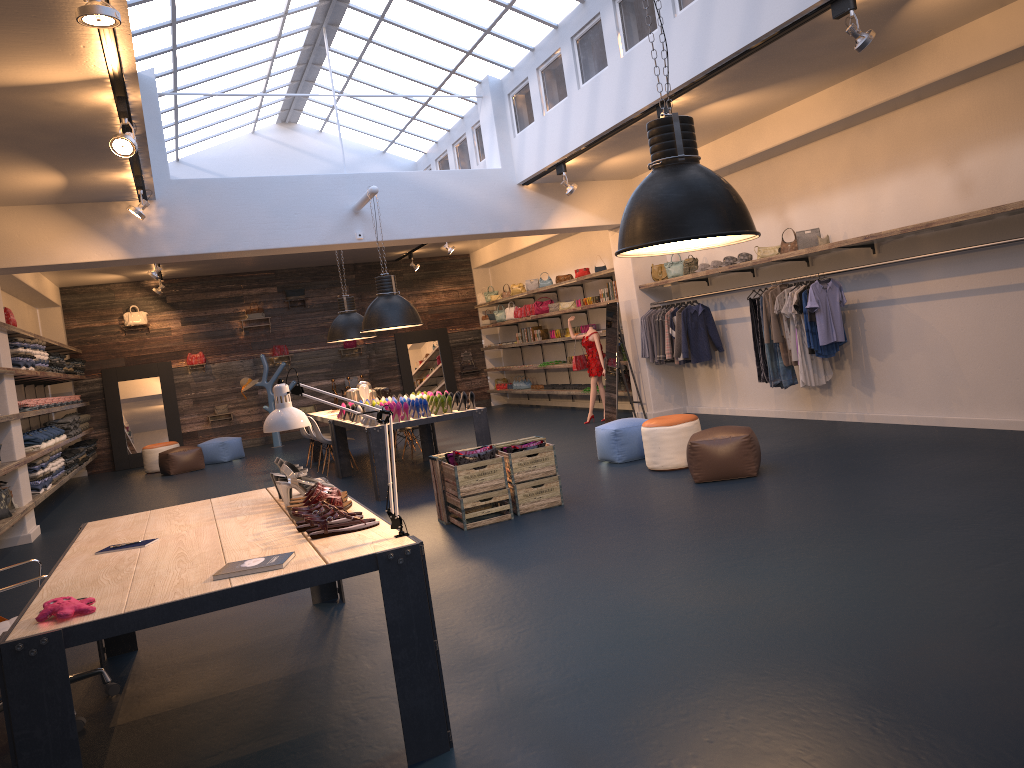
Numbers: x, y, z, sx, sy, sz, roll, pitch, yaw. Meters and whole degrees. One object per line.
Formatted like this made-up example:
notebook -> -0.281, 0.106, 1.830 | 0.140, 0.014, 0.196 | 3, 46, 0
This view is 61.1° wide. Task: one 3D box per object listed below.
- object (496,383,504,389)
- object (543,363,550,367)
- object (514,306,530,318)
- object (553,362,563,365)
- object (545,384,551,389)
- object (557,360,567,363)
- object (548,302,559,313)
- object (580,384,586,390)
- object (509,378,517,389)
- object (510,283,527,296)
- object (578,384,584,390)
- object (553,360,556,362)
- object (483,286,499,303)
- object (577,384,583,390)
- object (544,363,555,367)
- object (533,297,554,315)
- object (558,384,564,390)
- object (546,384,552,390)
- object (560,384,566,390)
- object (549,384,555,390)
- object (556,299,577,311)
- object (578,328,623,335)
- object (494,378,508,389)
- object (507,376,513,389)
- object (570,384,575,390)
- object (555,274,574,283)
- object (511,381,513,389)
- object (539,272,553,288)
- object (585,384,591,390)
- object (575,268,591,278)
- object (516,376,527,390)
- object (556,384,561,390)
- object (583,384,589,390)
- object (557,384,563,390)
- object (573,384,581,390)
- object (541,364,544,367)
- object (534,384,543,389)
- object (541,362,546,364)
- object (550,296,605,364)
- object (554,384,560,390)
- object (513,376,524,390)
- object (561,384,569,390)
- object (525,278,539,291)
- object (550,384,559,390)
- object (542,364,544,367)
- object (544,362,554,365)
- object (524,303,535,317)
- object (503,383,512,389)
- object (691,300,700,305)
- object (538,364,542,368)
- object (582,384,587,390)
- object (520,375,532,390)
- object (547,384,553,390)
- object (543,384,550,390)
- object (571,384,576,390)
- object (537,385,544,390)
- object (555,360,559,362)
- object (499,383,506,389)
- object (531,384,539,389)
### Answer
object -> -0.254, 0.048, 19.465 | 0.215, 0.118, 0.092 | -7, 1, 8
object -> 0.686, -0.359, 16.414 | 0.253, 0.058, 0.077 | -9, 2, -30
object -> 0.190, -1.452, 17.448 | 0.316, 0.254, 0.146 | -7, 1, 25
object -> 0.864, -0.383, 16.410 | 0.253, 0.058, 0.077 | -9, 2, -30
object -> 0.733, 0.053, 16.971 | 0.199, 0.087, 0.061 | -9, 1, -25
object -> 0.934, -0.425, 16.491 | 0.077, 0.067, 0.257 | -6, 3, 44
object -> 0.791, -1.412, 16.008 | 0.250, 0.175, 0.111 | -7, 1, 27
object -> 1.305, 0.049, 15.458 | 0.188, 0.087, 0.065 | -8, 1, -4
object -> 0.029, -0.035, 18.787 | 0.204, 0.279, 0.058 | -8, 0, -5
object -> 0.115, -1.907, 17.408 | 0.346, 0.234, 0.213 | -7, 2, 25
object -> 1.282, 0.049, 15.520 | 0.193, 0.087, 0.063 | -8, 1, -11
object -> 0.873, -0.422, 16.650 | 0.256, 0.075, 0.076 | -10, 2, -39
object -> -0.457, -1.975, 19.110 | 0.350, 0.367, 0.185 | -7, 1, 18
object -> 1.260, 0.049, 15.579 | 0.192, 0.087, 0.064 | -8, 1, -10
object -> 0.704, -0.357, 16.328 | 0.253, 0.058, 0.077 | -9, 2, -30
object -> 0.604, -1.490, 16.486 | 0.371, 0.337, 0.278 | -9, 2, -35
object -> 0.965, 0.051, 16.358 | 0.199, 0.087, 0.061 | -9, 1, -25
object -> 0.757, 0.053, 16.910 | 0.199, 0.087, 0.061 | -9, 1, -25
object -> 0.987, 0.051, 16.299 | 0.199, 0.087, 0.061 | -9, 1, -25
object -> 0.802, 0.053, 16.788 | 0.199, 0.087, 0.061 | -9, 1, -25
object -> 0.967, -1.412, 15.536 | 0.347, 0.175, 0.241 | -7, 2, 17
object -> 1.559, -0.888, 14.401 | 0.515, 0.060, 1.421 | -9, 3, -21
object -> -0.238, -0.021, 19.683 | 0.362, 0.234, 0.204 | -7, 1, 8
object -> -0.017, -0.034, 18.901 | 0.198, 0.279, 0.059 | -8, 0, 4
object -> 1.144, 0.050, 15.886 | 0.183, 0.087, 0.067 | -8, 1, 5
object -> 0.953, -1.874, 15.401 | 0.376, 0.141, 0.386 | -8, 3, -12
object -> 0.075, -0.035, 18.658 | 0.198, 0.279, 0.059 | -8, 0, 4
object -> 0.625, -1.942, 16.180 | 0.268, 0.282, 0.098 | -8, 1, 9
object -> 1.374, 0.048, 15.277 | 0.185, 0.087, 0.066 | -8, 1, 2
object -> 1.189, -1.876, 14.656 | 0.270, 0.149, 0.116 | -7, 1, 9
object -> 0.208, -0.037, 18.218 | 0.268, 0.282, 0.098 | -8, 1, 9
object -> 0.919, 0.052, 16.481 | 0.199, 0.087, 0.061 | -9, 1, -25
object -> 1.351, 0.049, 15.337 | 0.187, 0.087, 0.065 | -8, 1, -2
object -> 0.942, 0.052, 16.420 | 0.199, 0.087, 0.061 | -9, 1, -25
object -> 1.188, 0.050, 15.768 | 0.178, 0.087, 0.068 | -7, 1, 15
object -> 0.626, -0.359, 16.573 | 0.253, 0.058, 0.077 | -9, 2, -30
object -> 0.560, 0.051, 17.500 | 0.229, 0.083, 0.216 | -9, 3, -34
object -> 0.656, -0.394, 16.639 | 0.252, 0.063, 0.078 | -9, 2, -22
object -> 1.165, -0.913, 15.563 | 0.486, 1.135, 2.513 | -8, 2, -20
object -> 0.895, 0.052, 16.540 | 0.199, 0.087, 0.061 | -9, 1, -25
object -> 0.135, -0.035, 18.395 | 0.273, 0.282, 0.097 | -8, 1, 3
object -> 1.010, 0.051, 16.238 | 0.199, 0.087, 0.061 | -9, 1, -25
object -> 0.402, -1.912, 16.761 | 0.263, 0.230, 0.082 | -7, 1, 17
object -> 0.825, 0.052, 16.727 | 0.199, 0.087, 0.061 | -9, 1, -25
object -> 0.644, -0.357, 16.487 | 0.253, 0.058, 0.077 | -9, 2, -30
object -> 0.716, -0.395, 16.481 | 0.250, 0.064, 0.080 | -9, 2, -19
object -> 0.344, -1.448, 16.939 | 0.293, 0.249, 0.146 | -6, 2, 38
object -> -0.093, 0.044, 19.103 | 0.214, 0.118, 0.092 | -7, 1, 9
object -> 2.454, -1.082, 11.651 | 0.462, 0.219, 0.009 | -9, 1, -27
object -> 0.588, -0.357, 16.652 | 0.253, 0.058, 0.077 | -9, 2, -30
object -> 1.328, 0.049, 15.397 | 0.188, 0.087, 0.065 | -8, 1, -4
object -> 0.282, -0.038, 18.042 | 0.268, 0.282, 0.098 | -8, 1, 9
object -> 0.779, 0.053, 16.847 | 0.199, 0.087, 0.061 | -9, 1, -25
object -> 0.710, 0.053, 17.030 | 0.199, 0.087, 0.061 | -9, 1, -25
object -> 1.166, 0.050, 15.827 | 0.181, 0.087, 0.068 | -7, 1, 10
object -> 0.608, 0.057, 17.254 | 0.229, 0.083, 0.216 | -9, 3, -34
object -> 0.876, -0.420, 16.562 | 0.078, 0.073, 0.256 | -6, 3, 43
object -> -0.183, 0.047, 19.277 | 0.215, 0.118, 0.092 | -7, 1, 8
object -> 0.489, 0.050, 17.737 | 0.221, 0.083, 0.226 | -8, 3, -12
